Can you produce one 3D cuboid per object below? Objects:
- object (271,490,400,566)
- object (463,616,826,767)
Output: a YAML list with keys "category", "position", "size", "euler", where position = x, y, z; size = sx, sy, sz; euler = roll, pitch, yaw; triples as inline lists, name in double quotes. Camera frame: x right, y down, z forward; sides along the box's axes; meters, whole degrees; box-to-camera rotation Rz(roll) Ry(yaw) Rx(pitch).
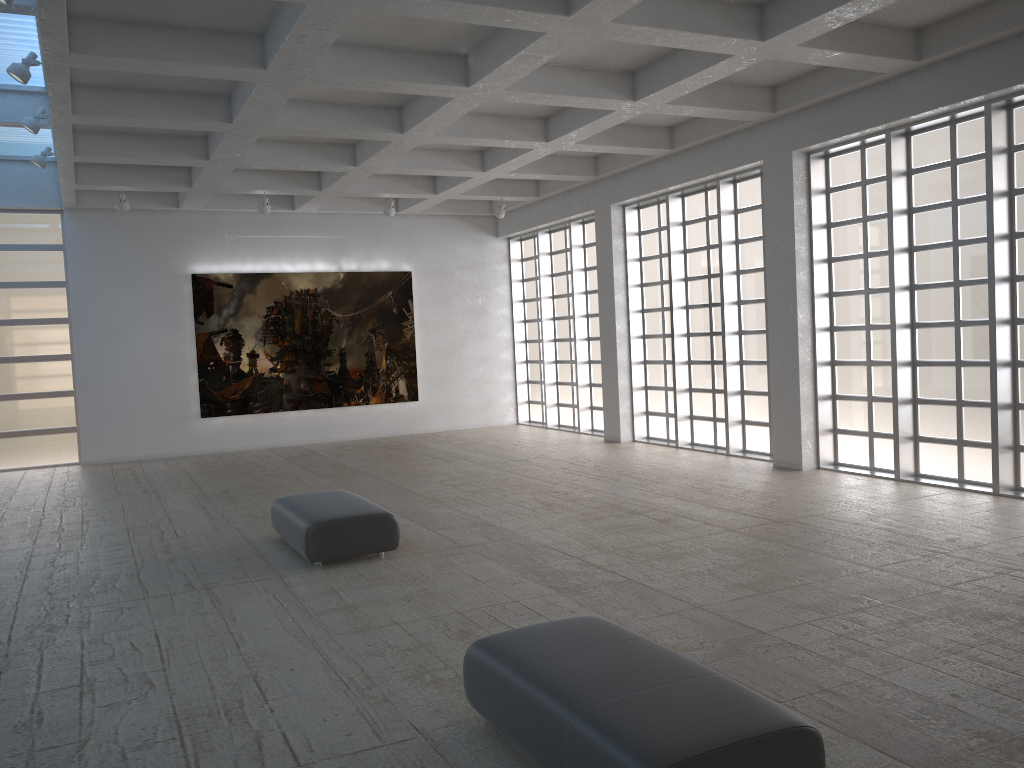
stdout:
- category: "object"
  position: [-3.244, 2.511, 15.914]
  size: [1.616, 0.828, 3.044]
  euler: [-4, 3, -26]
- category: "object"
  position: [0.894, 2.745, 7.344]
  size: [1.616, 0.828, 3.044]
  euler: [-4, 3, -26]
